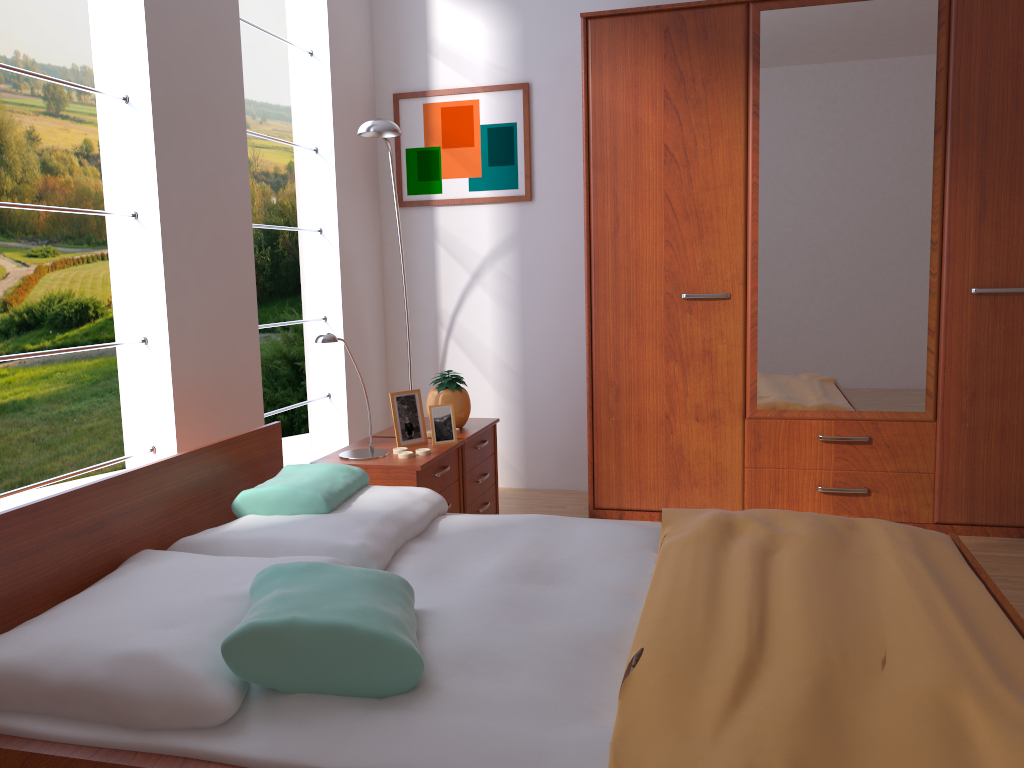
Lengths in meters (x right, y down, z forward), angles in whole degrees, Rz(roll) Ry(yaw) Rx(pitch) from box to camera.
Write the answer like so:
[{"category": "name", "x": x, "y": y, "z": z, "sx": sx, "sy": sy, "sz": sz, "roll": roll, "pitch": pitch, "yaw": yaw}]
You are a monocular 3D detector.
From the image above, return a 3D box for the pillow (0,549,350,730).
[{"category": "pillow", "x": -0.679, "y": 0.487, "z": 1.762, "sx": 0.574, "sy": 0.157, "sz": 0.682, "roll": 0, "pitch": 7, "yaw": 9}]

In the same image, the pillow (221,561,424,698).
[{"category": "pillow", "x": -0.344, "y": 0.448, "z": 1.669, "sx": 0.334, "sy": 0.164, "sz": 0.425, "roll": -3, "pitch": 7, "yaw": -9}]

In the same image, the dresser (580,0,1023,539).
[{"category": "dresser", "x": 1.320, "y": -0.447, "z": 3.480, "sx": 2.017, "sy": 2.004, "sz": 0.487, "roll": 0, "pitch": 7, "yaw": 15}]

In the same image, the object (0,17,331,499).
[{"category": "object", "x": -1.084, "y": -0.704, "z": 2.812, "sx": 0.033, "sy": 1.815, "sz": 2.205, "roll": 0, "pitch": 7, "yaw": 15}]

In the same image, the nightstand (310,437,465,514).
[{"category": "nightstand", "x": -0.401, "y": 0.443, "z": 3.016, "sx": 0.377, "sy": 0.442, "sz": 0.439, "roll": 0, "pitch": 7, "yaw": 15}]

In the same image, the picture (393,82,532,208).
[{"category": "picture", "x": -0.230, "y": -1.084, "z": 4.058, "sx": 0.645, "sy": 0.517, "sz": 0.030, "roll": 0, "pitch": 7, "yaw": 15}]

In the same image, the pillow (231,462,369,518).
[{"category": "pillow", "x": -0.583, "y": 0.304, "z": 2.483, "sx": 0.276, "sy": 0.116, "sz": 0.322, "roll": 0, "pitch": 7, "yaw": 12}]

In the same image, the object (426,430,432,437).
[{"category": "object", "x": -0.299, "y": 0.183, "z": 3.252, "sx": 0.049, "sy": 0.018, "sz": 0.049, "roll": -1, "pitch": 7, "yaw": 1}]

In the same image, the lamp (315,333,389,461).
[{"category": "lamp", "x": -0.497, "y": 0.038, "z": 2.809, "sx": 0.163, "sy": 0.421, "sz": 0.337, "roll": -1, "pitch": 7, "yaw": 3}]

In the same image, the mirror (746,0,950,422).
[{"category": "mirror", "x": 1.218, "y": -0.631, "z": 3.268, "sx": 0.681, "sy": 1.556, "sz": 0.037, "roll": 0, "pitch": 7, "yaw": 15}]

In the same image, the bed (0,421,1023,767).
[{"category": "bed", "x": 0.052, "y": 0.485, "z": 1.990, "sx": 1.990, "sy": 0.560, "sz": 1.632, "roll": 0, "pitch": 7, "yaw": 15}]

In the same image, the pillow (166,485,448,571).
[{"category": "pillow", "x": -0.525, "y": 0.400, "z": 2.420, "sx": 0.574, "sy": 0.182, "sz": 0.630, "roll": 0, "pitch": 7, "yaw": 13}]

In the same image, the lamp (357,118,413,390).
[{"category": "lamp", "x": -0.431, "y": -0.233, "z": 3.721, "sx": 0.387, "sy": 1.603, "sz": 0.799, "roll": -3, "pitch": 7, "yaw": -12}]

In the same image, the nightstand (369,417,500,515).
[{"category": "nightstand", "x": -0.282, "y": 0.385, "z": 3.462, "sx": 0.377, "sy": 0.442, "sz": 0.439, "roll": 0, "pitch": 7, "yaw": 15}]

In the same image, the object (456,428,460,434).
[{"category": "object", "x": -0.219, "y": 0.176, "z": 3.293, "sx": 0.049, "sy": 0.018, "sz": 0.049, "roll": -1, "pitch": 7, "yaw": 1}]

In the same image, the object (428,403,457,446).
[{"category": "object", "x": -0.240, "y": 0.140, "z": 3.080, "sx": 0.094, "sy": 0.137, "sz": 0.027, "roll": -6, "pitch": 8, "yaw": -30}]

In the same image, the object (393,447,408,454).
[{"category": "object", "x": -0.371, "y": 0.223, "z": 2.946, "sx": 0.049, "sy": 0.018, "sz": 0.049, "roll": -1, "pitch": 7, "yaw": 1}]

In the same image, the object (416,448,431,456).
[{"category": "object", "x": -0.292, "y": 0.225, "z": 2.917, "sx": 0.049, "sy": 0.018, "sz": 0.049, "roll": -1, "pitch": 7, "yaw": 1}]

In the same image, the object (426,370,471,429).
[{"category": "object", "x": -0.243, "y": 0.060, "z": 3.391, "sx": 0.170, "sy": 0.223, "sz": 0.169, "roll": -2, "pitch": 7, "yaw": -6}]

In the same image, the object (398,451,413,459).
[{"category": "object", "x": -0.345, "y": 0.231, "z": 2.875, "sx": 0.049, "sy": 0.018, "sz": 0.049, "roll": -1, "pitch": 7, "yaw": 1}]

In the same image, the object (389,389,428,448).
[{"category": "object", "x": -0.355, "y": 0.120, "z": 3.057, "sx": 0.037, "sy": 0.191, "sz": 0.131, "roll": 6, "pitch": 10, "yaw": 45}]
